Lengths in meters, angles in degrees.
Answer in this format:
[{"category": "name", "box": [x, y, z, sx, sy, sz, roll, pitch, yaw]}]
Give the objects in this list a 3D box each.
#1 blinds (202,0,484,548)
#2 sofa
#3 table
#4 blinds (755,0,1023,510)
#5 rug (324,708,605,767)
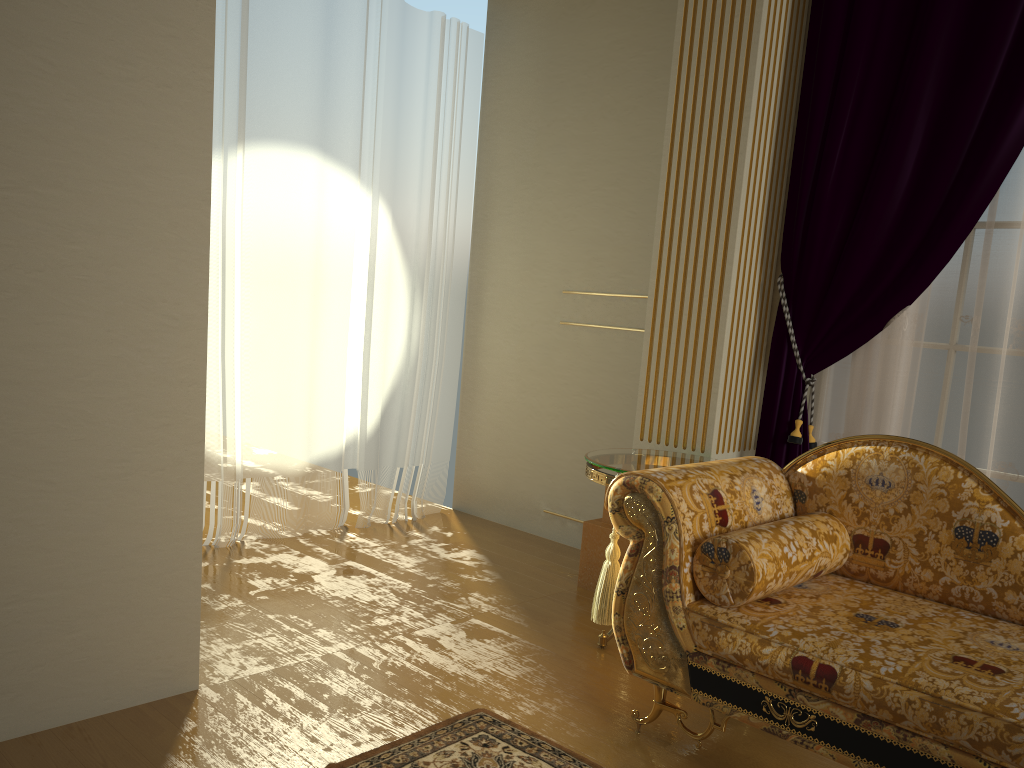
[{"category": "blinds", "box": [-0.967, -0.528, 3.905, 2.162, 2.530, 0.162, -2, 11, -43]}, {"category": "sofa", "box": [1.112, 0.625, 2.066, 1.880, 0.879, 0.692, 10, 9, 43]}, {"category": "table", "box": [0.519, 0.598, 3.194, 0.571, 0.649, 0.566, 4, 7, -1]}, {"category": "blinds", "box": [1.805, -0.271, 2.665, 2.219, 2.679, 0.338, 12, 11, 44]}, {"category": "rug", "box": [-0.391, 1.054, 0.720, 2.102, 0.017, 3.073, 9, 7, 44]}]
